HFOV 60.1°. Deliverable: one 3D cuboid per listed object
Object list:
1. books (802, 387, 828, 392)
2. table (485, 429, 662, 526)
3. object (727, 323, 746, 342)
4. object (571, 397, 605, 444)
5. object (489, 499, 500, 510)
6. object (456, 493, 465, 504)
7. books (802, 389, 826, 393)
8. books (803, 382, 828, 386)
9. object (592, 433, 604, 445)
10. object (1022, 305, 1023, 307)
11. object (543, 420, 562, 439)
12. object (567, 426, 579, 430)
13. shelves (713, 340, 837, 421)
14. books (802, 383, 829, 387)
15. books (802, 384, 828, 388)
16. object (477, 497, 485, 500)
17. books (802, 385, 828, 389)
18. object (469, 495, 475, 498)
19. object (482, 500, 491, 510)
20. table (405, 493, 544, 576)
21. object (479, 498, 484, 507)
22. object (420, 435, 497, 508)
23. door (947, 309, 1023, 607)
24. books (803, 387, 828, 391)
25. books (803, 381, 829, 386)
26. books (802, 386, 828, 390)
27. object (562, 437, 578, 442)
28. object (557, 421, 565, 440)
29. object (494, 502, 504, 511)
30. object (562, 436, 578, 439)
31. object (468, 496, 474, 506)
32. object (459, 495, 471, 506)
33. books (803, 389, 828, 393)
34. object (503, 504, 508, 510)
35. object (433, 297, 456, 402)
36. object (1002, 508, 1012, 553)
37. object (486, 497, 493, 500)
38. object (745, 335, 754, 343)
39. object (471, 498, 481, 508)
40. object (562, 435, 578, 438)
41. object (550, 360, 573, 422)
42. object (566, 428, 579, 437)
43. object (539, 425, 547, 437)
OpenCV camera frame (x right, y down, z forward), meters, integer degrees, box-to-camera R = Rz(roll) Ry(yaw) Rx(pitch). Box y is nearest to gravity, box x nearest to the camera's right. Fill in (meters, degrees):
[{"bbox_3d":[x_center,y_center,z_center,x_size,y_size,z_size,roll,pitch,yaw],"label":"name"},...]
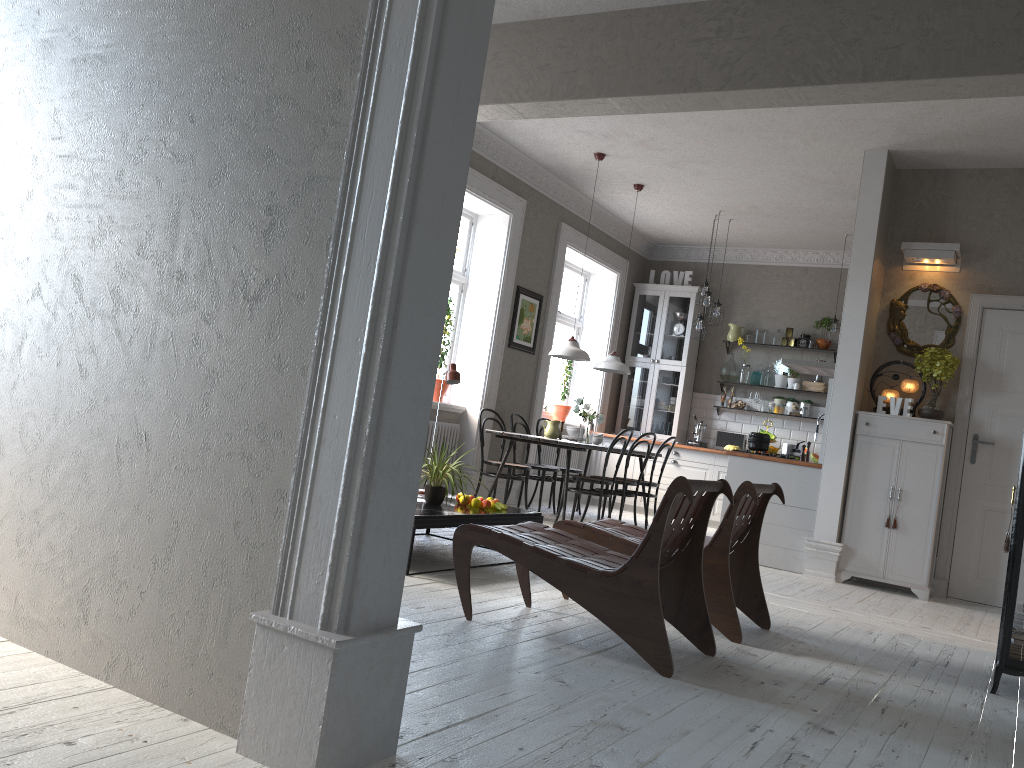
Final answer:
[{"bbox_3d":[3.458,0.067,10.103,0.255,0.016,0.161,6,-3,43],"label":"books"},{"bbox_3d":[0.586,0.909,8.270,0.888,0.735,1.954,7,-3,31],"label":"table"},{"bbox_3d":[2.667,-0.601,10.565,0.187,0.216,0.177,6,-4,44],"label":"object"},{"bbox_3d":[0.680,0.330,7.969,0.306,0.414,0.256,7,-3,29],"label":"object"},{"bbox_3d":[-0.105,0.712,5.258,0.076,0.064,0.073,10,-3,-29],"label":"object"},{"bbox_3d":[-0.305,0.683,5.292,0.066,0.066,0.072,7,-3,35],"label":"object"},{"bbox_3d":[3.455,0.089,10.102,0.256,0.011,0.161,7,-3,33],"label":"books"},{"bbox_3d":[3.468,0.003,10.106,0.255,0.016,0.161,7,-3,39],"label":"books"},{"bbox_3d":[0.809,0.521,8.455,0.130,0.119,0.122,11,-4,-44],"label":"object"},{"bbox_3d":[2.529,-0.362,3.946,0.406,0.506,0.405,11,-4,-44],"label":"object"},{"bbox_3d":[0.355,0.402,7.902,0.150,0.170,0.135,9,-3,-8],"label":"object"},{"bbox_3d":[0.607,0.466,8.525,0.177,0.094,0.182,8,-3,21],"label":"object"},{"bbox_3d":[3.057,0.017,10.327,1.292,0.923,0.233,7,-3,30],"label":"shelves"},{"bbox_3d":[3.466,0.014,10.106,0.255,0.016,0.161,6,-3,43],"label":"books"},{"bbox_3d":[3.465,0.024,10.105,0.256,0.011,0.161,7,-3,36],"label":"books"},{"bbox_3d":[-0.191,0.705,5.311,0.062,0.058,0.061,9,-3,-15],"label":"object"},{"bbox_3d":[3.463,0.035,10.105,0.256,0.011,0.161,7,-3,33],"label":"books"},{"bbox_3d":[-0.248,0.697,5.334,0.057,0.058,0.059,8,-3,13],"label":"object"},{"bbox_3d":[-0.149,0.706,5.184,0.057,0.058,0.056,10,-3,-35],"label":"object"},{"bbox_3d":[-0.518,0.828,5.103,0.834,0.303,1.334,7,-3,31],"label":"table"},{"bbox_3d":[-0.182,0.703,5.250,0.056,0.058,0.059,8,-3,21],"label":"object"},{"bbox_3d":[-0.385,0.489,5.041,0.677,0.420,0.716,11,-3,-42],"label":"object"},{"bbox_3d":[3.729,0.546,6.479,0.737,2.183,0.081,7,-3,29],"label":"door"},{"bbox_3d":[3.460,0.057,10.104,0.255,0.016,0.161,7,-3,39],"label":"books"},{"bbox_3d":[3.470,-0.007,10.107,0.256,0.011,0.161,7,-3,36],"label":"books"},{"bbox_3d":[3.461,0.046,10.104,0.256,0.011,0.161,7,-3,36],"label":"books"},{"bbox_3d":[0.597,0.538,8.521,0.242,0.027,0.232,11,-3,-42],"label":"object"},{"bbox_3d":[0.443,0.419,7.948,0.058,0.167,0.060,6,-4,44],"label":"object"},{"bbox_3d":[-0.079,0.719,5.198,0.057,0.053,0.061,7,-3,37],"label":"object"},{"bbox_3d":[0.598,0.529,8.521,0.238,0.027,0.237,9,-2,-2],"label":"object"},{"bbox_3d":[-0.246,0.695,5.268,0.057,0.056,0.061,8,-3,17],"label":"object"},{"bbox_3d":[-0.277,0.683,5.205,0.071,0.066,0.069,11,-4,-44],"label":"object"},{"bbox_3d":[3.457,0.078,10.103,0.256,0.011,0.161,7,-3,36],"label":"books"},{"bbox_3d":[-0.060,0.735,5.321,0.068,0.037,0.046,10,-3,-33],"label":"object"},{"bbox_3d":[-0.644,-0.329,8.176,0.274,0.992,0.266,10,-3,-20],"label":"object"},{"bbox_3d":[2.360,0.687,4.206,0.041,0.234,0.044,9,-3,-13],"label":"object"},{"bbox_3d":[-0.131,0.713,5.330,0.059,0.062,0.064,8,-3,12],"label":"object"},{"bbox_3d":[2.823,-0.525,10.535,0.101,0.111,0.105,7,-3,30],"label":"object"},{"bbox_3d":[-0.209,0.694,5.192,0.063,0.063,0.060,10,-3,-28],"label":"object"},{"bbox_3d":[0.599,0.521,8.522,0.242,0.027,0.232,10,-3,-37],"label":"object"},{"bbox_3d":[0.609,0.043,10.344,0.265,0.813,0.255,10,-3,-32],"label":"object"},{"bbox_3d":[0.604,0.486,8.524,0.177,0.094,0.182,8,-3,21],"label":"object"},{"bbox_3d":[0.338,0.451,8.411,0.138,0.112,0.141,8,-3,13],"label":"object"}]
